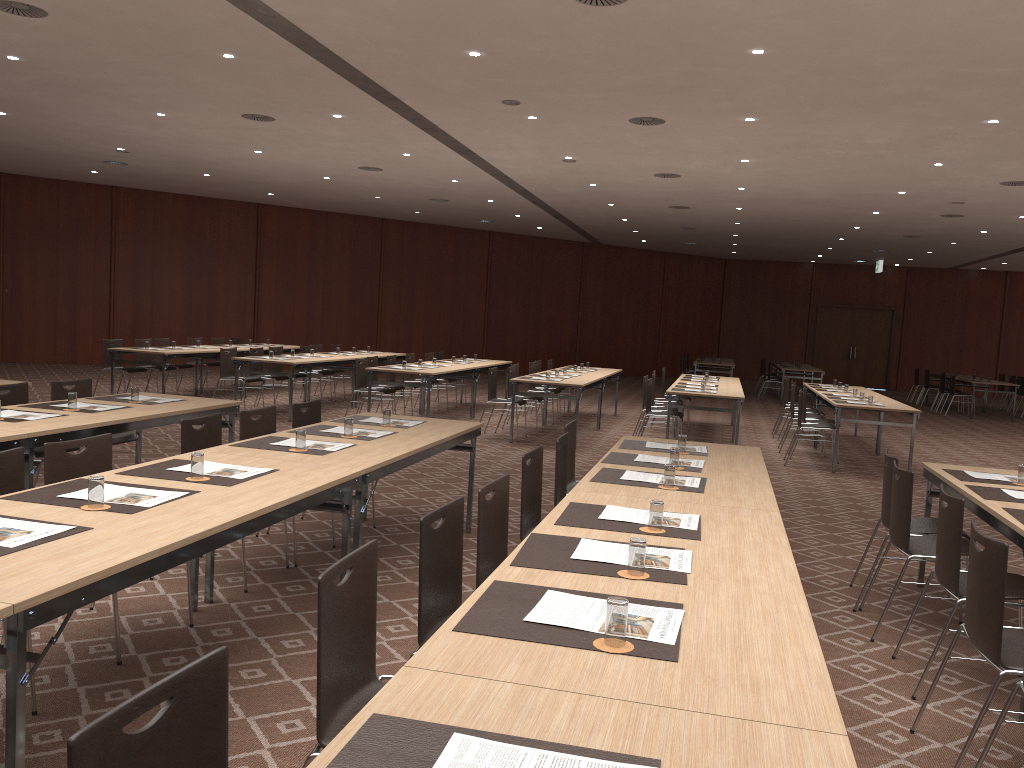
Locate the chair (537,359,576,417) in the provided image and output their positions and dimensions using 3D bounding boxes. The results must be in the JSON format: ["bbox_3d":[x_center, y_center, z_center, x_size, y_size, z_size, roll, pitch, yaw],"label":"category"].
[{"bbox_3d":[0.798,0.058,15.387,0.613,0.940,0.535,4,5,12],"label":"chair"}]

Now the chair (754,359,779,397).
[{"bbox_3d":[6.696,-0.176,23.262,0.613,0.940,0.535,5,5,12],"label":"chair"}]

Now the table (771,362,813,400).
[{"bbox_3d":[7.452,-0.109,23.686,0.953,0.833,2.265,5,5,13],"label":"table"}]

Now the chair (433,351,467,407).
[{"bbox_3d":[-1.164,-0.103,15.936,0.613,0.940,0.535,5,5,16],"label":"chair"}]

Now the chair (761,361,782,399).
[{"bbox_3d":[6.402,-0.064,21.539,0.613,0.940,0.535,5,5,13],"label":"chair"}]

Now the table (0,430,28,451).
[{"bbox_3d":[-3.428,0.717,3.946,0.953,0.833,2.265,5,5,13],"label":"table"}]

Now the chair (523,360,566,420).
[{"bbox_3d":[0.569,0.083,14.874,0.613,0.940,0.535,5,5,15],"label":"chair"}]

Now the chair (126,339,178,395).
[{"bbox_3d":[-5.684,-0.233,14.003,0.613,0.940,0.535,4,5,11],"label":"chair"}]

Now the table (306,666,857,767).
[{"bbox_3d":[-0.073,1.156,0.836,0.953,0.833,2.265,5,5,13],"label":"table"}]

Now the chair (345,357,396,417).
[{"bbox_3d":[-1.970,0.115,12.392,0.613,0.940,0.535,5,5,12],"label":"chair"}]

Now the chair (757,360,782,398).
[{"bbox_3d":[6.489,-0.109,22.206,0.613,0.940,0.535,5,5,16],"label":"chair"}]

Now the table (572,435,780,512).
[{"bbox_3d":[0.983,0.888,5.240,0.953,0.833,2.265,5,5,13],"label":"table"}]

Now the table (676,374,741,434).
[{"bbox_3d":[3.137,0.341,14.231,0.953,0.833,2.265,5,5,13],"label":"table"}]

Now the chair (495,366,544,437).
[{"bbox_3d":[0.134,0.227,12.617,0.613,0.940,0.535,4,5,10],"label":"chair"}]

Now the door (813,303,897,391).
[{"bbox_3d":[11.130,-1.218,28.926,2.422,2.702,0.200,5,5,13],"label":"door"}]

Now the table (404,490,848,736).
[{"bbox_3d":[0.455,1.022,3.038,0.953,0.833,2.265,5,5,13],"label":"table"}]

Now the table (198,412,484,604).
[{"bbox_3d":[-0.959,0.736,5.694,0.953,0.833,2.265,5,5,13],"label":"table"}]

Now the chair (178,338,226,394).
[{"bbox_3d":[-5.423,-0.333,15.536,0.613,0.940,0.535,5,5,16],"label":"chair"}]

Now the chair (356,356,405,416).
[{"bbox_3d":[-1.918,0.069,13.051,0.613,0.940,0.535,4,5,11],"label":"chair"}]

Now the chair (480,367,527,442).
[{"bbox_3d":[-0.124,0.259,11.981,0.613,0.940,0.535,5,5,13],"label":"chair"}]

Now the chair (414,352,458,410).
[{"bbox_3d":[-1.282,-0.059,15.262,0.613,0.940,0.535,5,5,14],"label":"chair"}]

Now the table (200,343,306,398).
[{"bbox_3d":[-4.629,-0.269,16.047,0.953,0.833,2.265,5,5,13],"label":"table"}]

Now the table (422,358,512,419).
[{"bbox_3d":[-0.746,0.036,15.139,0.953,0.833,2.265,5,5,13],"label":"table"}]

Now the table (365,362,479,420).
[{"bbox_3d":[-1.274,0.170,12.937,0.953,0.833,2.265,5,5,13],"label":"table"}]

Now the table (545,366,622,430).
[{"bbox_3d":[1.195,0.189,14.685,0.953,0.833,2.265,5,5,13],"label":"table"}]

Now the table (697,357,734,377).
[{"bbox_3d":[5.511,-0.261,24.140,0.953,0.833,2.265,5,5,13],"label":"table"}]

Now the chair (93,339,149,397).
[{"bbox_3d":[-5.882,-0.196,13.358,0.613,0.940,0.535,5,5,15],"label":"chair"}]

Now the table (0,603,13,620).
[{"bbox_3d":[-2.014,1.004,1.290,0.953,0.833,2.265,5,5,13],"label":"table"}]

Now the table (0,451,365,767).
[{"bbox_3d":[-1.486,0.870,3.492,0.953,0.833,2.265,5,5,13],"label":"table"}]

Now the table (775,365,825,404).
[{"bbox_3d":[6.925,0.025,21.484,0.953,0.833,2.265,5,5,13],"label":"table"}]

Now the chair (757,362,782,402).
[{"bbox_3d":[6.155,-0.039,21.004,0.613,0.940,0.535,5,5,16],"label":"chair"}]

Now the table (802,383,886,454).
[{"bbox_3d":[5.078,0.494,13.777,0.953,0.833,2.265,5,5,13],"label":"table"}]

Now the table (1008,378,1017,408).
[{"bbox_3d":[13.319,0.353,22.314,0.953,0.833,2.265,5,5,13],"label":"table"}]

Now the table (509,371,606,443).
[{"bbox_3d":[0.668,0.323,12.483,0.953,0.833,2.265,5,5,13],"label":"table"}]

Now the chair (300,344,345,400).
[{"bbox_3d":[-3.331,-0.218,15.711,0.613,0.940,0.535,5,5,15],"label":"chair"}]

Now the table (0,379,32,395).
[{"bbox_3d":[-4.842,0.430,6.602,0.953,0.833,2.265,5,5,13],"label":"table"}]

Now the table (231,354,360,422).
[{"bbox_3d":[-3.215,0.017,13.391,0.953,0.833,2.265,5,5,13],"label":"table"}]

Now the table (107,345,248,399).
[{"bbox_3d":[-5.157,-0.135,13.845,0.953,0.833,2.265,5,5,13],"label":"table"}]

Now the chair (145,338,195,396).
[{"bbox_3d":[-5.637,-0.278,14.641,0.613,0.940,0.535,4,5,10],"label":"chair"}]

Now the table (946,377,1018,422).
[{"bbox_3d":[10.850,0.334,20.566,0.953,0.833,2.265,5,5,13],"label":"table"}]

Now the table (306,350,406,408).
[{"bbox_3d":[-2.688,-0.117,15.593,0.953,0.833,2.265,5,5,13],"label":"table"}]

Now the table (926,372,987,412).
[{"bbox_3d":[11.378,0.200,22.768,0.953,0.833,2.265,5,5,13],"label":"table"}]

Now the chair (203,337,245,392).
[{"bbox_3d":[-5.215,-0.366,16.144,0.613,0.940,0.535,4,5,11],"label":"chair"}]

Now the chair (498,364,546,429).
[{"bbox_3d":[0.178,0.182,13.240,0.613,0.940,0.535,5,5,15],"label":"chair"}]

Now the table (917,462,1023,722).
[{"bbox_3d":[2.924,1.041,4.786,0.953,0.833,2.265,5,5,13],"label":"table"}]

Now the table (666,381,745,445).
[{"bbox_3d":[2.609,0.475,12.029,0.953,0.833,2.265,5,5,13],"label":"table"}]

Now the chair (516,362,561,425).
[{"bbox_3d":[0.460,0.130,14.160,0.613,0.940,0.535,5,5,15],"label":"chair"}]

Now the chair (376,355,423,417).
[{"bbox_3d":[-1.716,0.037,13.633,0.613,0.940,0.535,4,5,10],"label":"chair"}]

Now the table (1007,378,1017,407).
[{"bbox_3d":[13.319,0.353,22.314,0.953,0.833,2.265,5,5,13],"label":"table"}]

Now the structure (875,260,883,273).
[{"bbox_3d":[11.112,-3.554,26.823,0.105,0.346,0.587,5,5,13],"label":"structure"}]

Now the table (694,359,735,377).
[{"bbox_3d":[4.983,-0.127,21.938,0.953,0.833,2.265,5,5,13],"label":"table"}]

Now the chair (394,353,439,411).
[{"bbox_3d":[-1.543,-0.027,14.615,0.613,0.940,0.535,5,5,13],"label":"chair"}]

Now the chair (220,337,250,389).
[{"bbox_3d":[-5.113,-0.411,16.830,0.613,0.940,0.535,4,5,12],"label":"chair"}]

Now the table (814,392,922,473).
[{"bbox_3d":[4.551,0.628,11.575,0.953,0.833,2.265,5,5,13],"label":"table"}]

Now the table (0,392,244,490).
[{"bbox_3d":[-2.900,0.583,6.148,0.953,0.833,2.265,5,5,13],"label":"table"}]
